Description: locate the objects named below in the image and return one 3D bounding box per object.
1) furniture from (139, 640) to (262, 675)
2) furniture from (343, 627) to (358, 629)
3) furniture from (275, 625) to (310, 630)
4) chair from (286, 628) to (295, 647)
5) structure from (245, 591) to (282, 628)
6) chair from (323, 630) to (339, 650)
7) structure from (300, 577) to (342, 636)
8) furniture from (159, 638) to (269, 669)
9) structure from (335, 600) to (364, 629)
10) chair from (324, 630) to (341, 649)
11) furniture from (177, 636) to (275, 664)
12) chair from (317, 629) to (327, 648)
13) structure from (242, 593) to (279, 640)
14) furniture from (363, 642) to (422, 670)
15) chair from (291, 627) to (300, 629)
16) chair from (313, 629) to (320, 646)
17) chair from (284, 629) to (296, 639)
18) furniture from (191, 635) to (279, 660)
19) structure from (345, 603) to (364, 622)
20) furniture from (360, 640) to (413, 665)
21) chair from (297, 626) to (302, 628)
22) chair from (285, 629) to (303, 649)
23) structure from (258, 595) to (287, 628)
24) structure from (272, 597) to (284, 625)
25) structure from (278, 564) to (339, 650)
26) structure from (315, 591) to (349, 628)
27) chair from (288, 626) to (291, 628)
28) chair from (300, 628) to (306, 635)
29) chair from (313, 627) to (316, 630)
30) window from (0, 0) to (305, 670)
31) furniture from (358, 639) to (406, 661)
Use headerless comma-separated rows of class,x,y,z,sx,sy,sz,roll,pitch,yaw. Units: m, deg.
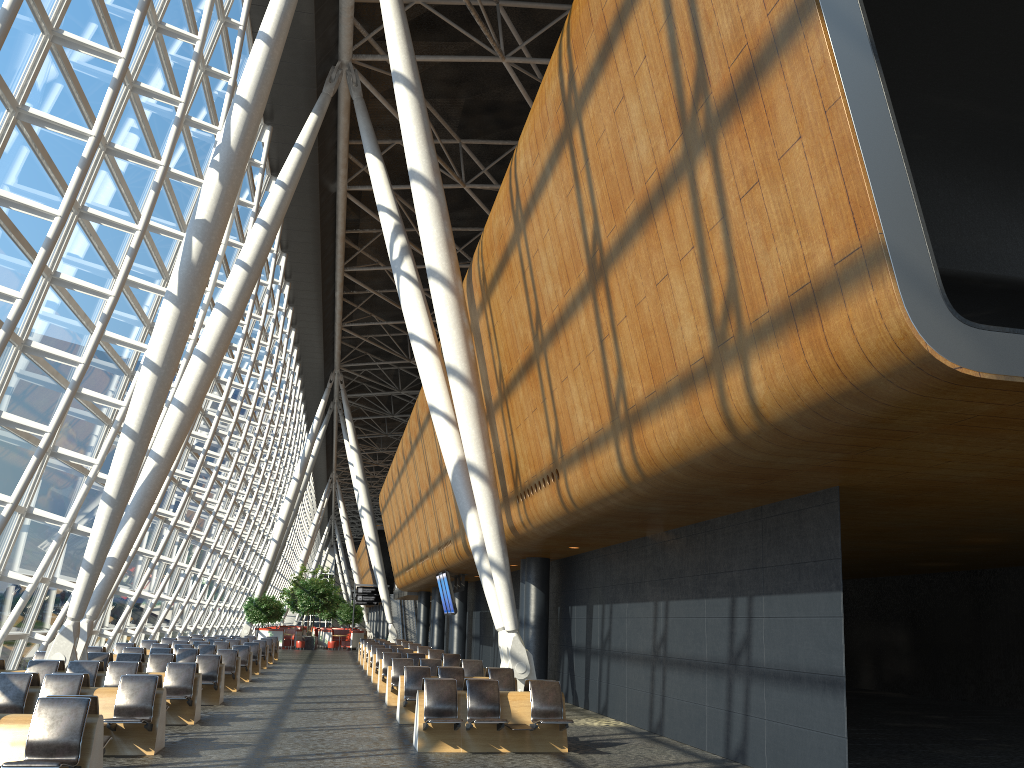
furniture,-8.677,7.607,24.552,3.255,0.853,1.693,5,-14,-11
furniture,-15.295,23.720,84.279,1.899,0.853,1.693,4,-14,-11
furniture,-20.708,23.211,82.981,3.255,0.853,1.693,5,-14,-11
chair,-12.515,14.146,49.189,0.625,0.991,0.671,-6,-13,33
structure,-13.409,12.649,47.414,1.935,2.913,1.885,10,-14,-36
chair,-9.613,13.623,46.966,0.625,0.991,0.671,-6,-13,33
structure,-14.055,16.343,63.931,3.093,4.449,5.863,-1,-13,11
furniture,-9.275,8.383,27.456,3.255,0.853,1.693,5,-14,-11
structure,-10.408,15.284,56.399,1.790,2.727,1.757,-7,-14,36
chair,-9.784,13.914,48.052,0.664,0.991,0.632,-6,-13,33
furniture,-9.873,9.158,30.359,3.255,0.853,1.693,5,-14,-11
chair,-10.354,14.177,49.075,0.624,0.991,0.673,-3,-12,23
structure,-12.745,11.998,44.605,1.790,2.727,1.757,-7,-14,36
furniture,-3.863,8.892,28.753,1.899,0.853,1.693,4,-14,-11
chair,-13.536,15.588,54.577,0.623,0.991,0.674,-1,-12,14
chair,-10.857,14.451,50.131,0.662,0.991,0.634,-3,-12,23
chair,-12.042,13.650,47.323,0.623,0.991,0.674,-1,-12,14
furniture,-10.471,9.934,33.263,3.255,0.853,1.693,5,-14,-11
structure,-12.163,17.895,66.550,1.946,2.940,1.910,-7,-14,36
furniture,-4.460,9.667,31.657,1.899,0.853,1.693,4,-14,-11
chair,-15.352,17.725,62.597,0.627,0.991,0.669,-9,-15,43
chair,-11.429,13.336,46.105,0.661,0.991,0.635,-1,-12,14
structure,-14.165,13.809,51.525,1.842,2.798,1.808,-7,-14,36
structure,-15.054,14.666,54.688,1.814,2.761,1.781,-7,-14,36
structure,-11.300,12.183,48.400,3.102,4.449,5.906,5,-14,-18
structure,-12.263,15.764,59.649,2.279,3.412,2.263,1,-11,1
chair,-15.436,17.353,61.243,0.666,0.991,0.630,-9,-15,43
chair,-12.922,15.273,53.359,0.661,0.991,0.635,-1,-12,14
chair,-13.423,17.369,61.090,0.664,0.991,0.632,7,-12,-26
window,-18.982,13.744,72.643,3.724,13.765,169.552,4,-15,-11
furniture,-5.058,10.443,34.560,1.899,0.853,1.693,4,-14,-11
